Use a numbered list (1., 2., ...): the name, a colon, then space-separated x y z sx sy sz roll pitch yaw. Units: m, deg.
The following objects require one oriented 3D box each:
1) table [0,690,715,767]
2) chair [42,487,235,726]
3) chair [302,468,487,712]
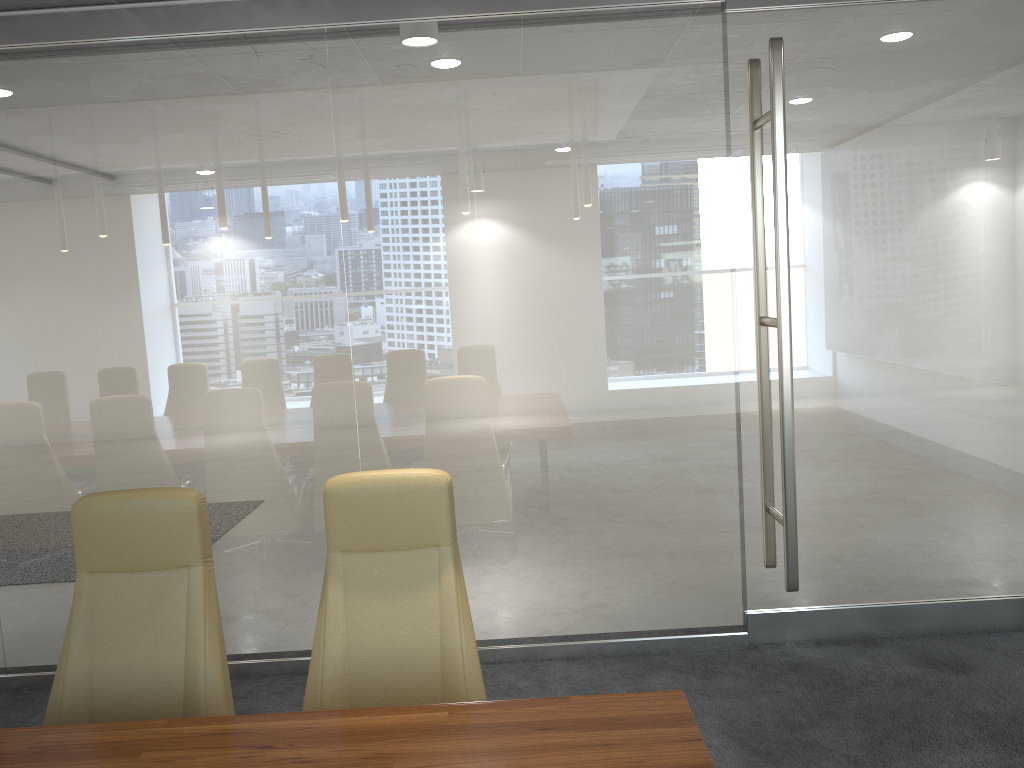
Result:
1. table: -2.767 1.577 1.300 6.500 0.895 2.300 -3 6 1
2. chair: -1.190 1.090 2.556 0.711 1.406 0.955 -3 6 1
3. chair: -0.377 1.033 2.615 0.711 1.406 0.955 -3 6 1
